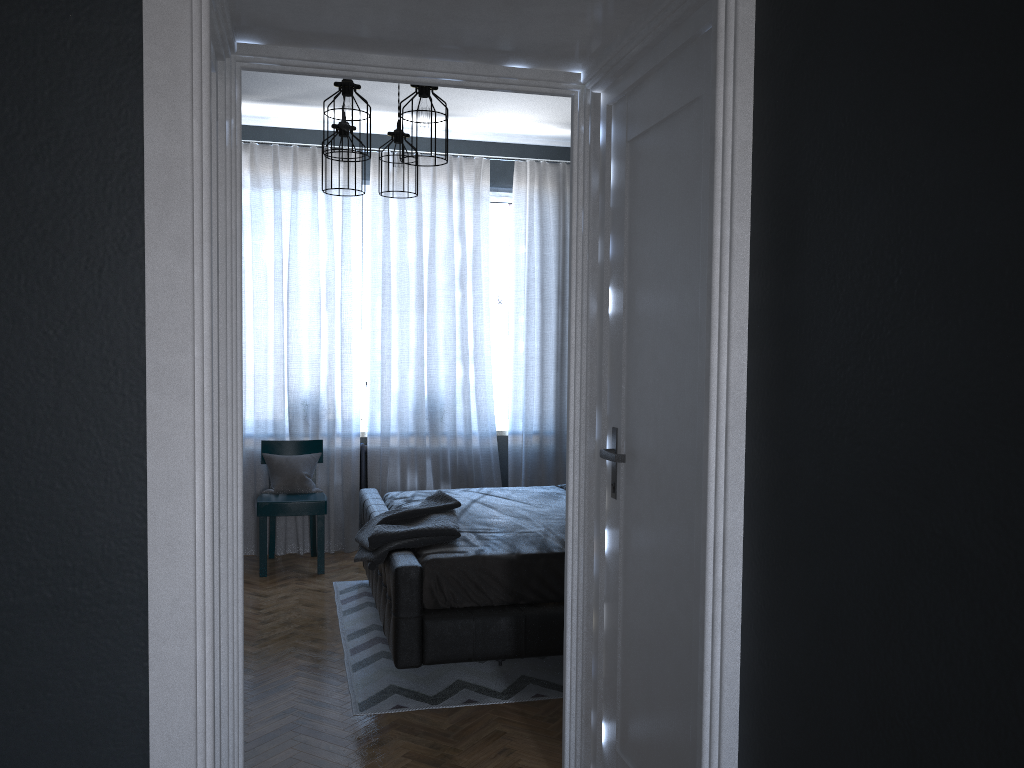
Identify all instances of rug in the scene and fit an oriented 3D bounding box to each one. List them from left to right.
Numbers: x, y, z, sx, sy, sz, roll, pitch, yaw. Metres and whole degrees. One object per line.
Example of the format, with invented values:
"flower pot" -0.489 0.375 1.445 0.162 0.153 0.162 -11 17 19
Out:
"rug" -0.141 1.236 4.544 1.458 0.013 2.044 0 2 -14

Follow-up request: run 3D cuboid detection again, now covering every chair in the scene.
"chair" -1.422 0.782 5.745 0.435 0.799 0.592 0 3 -14

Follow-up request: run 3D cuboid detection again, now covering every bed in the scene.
"bed" 0.357 0.656 4.669 2.375 1.162 2.264 0 2 -14

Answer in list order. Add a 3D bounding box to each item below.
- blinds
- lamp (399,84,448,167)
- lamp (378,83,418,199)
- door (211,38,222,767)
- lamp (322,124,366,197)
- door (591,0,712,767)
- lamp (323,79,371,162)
"blinds" -0.967 -0.229 6.228 3.992 2.791 0.312 0 3 -14
"lamp" -0.385 -1.365 3.895 0.210 0.770 0.210 1 3 0
"lamp" -0.620 -1.409 4.851 0.210 0.747 0.210 1 3 0
"door" -0.755 0.213 2.043 0.162 2.188 0.856 0 3 -14
"lamp" -0.850 -1.371 4.481 0.210 0.805 0.210 1 3 0
"door" 0.396 0.217 2.322 0.162 2.188 0.856 0 3 -14
"lamp" -0.761 -1.408 4.100 0.210 0.714 0.210 1 3 0
